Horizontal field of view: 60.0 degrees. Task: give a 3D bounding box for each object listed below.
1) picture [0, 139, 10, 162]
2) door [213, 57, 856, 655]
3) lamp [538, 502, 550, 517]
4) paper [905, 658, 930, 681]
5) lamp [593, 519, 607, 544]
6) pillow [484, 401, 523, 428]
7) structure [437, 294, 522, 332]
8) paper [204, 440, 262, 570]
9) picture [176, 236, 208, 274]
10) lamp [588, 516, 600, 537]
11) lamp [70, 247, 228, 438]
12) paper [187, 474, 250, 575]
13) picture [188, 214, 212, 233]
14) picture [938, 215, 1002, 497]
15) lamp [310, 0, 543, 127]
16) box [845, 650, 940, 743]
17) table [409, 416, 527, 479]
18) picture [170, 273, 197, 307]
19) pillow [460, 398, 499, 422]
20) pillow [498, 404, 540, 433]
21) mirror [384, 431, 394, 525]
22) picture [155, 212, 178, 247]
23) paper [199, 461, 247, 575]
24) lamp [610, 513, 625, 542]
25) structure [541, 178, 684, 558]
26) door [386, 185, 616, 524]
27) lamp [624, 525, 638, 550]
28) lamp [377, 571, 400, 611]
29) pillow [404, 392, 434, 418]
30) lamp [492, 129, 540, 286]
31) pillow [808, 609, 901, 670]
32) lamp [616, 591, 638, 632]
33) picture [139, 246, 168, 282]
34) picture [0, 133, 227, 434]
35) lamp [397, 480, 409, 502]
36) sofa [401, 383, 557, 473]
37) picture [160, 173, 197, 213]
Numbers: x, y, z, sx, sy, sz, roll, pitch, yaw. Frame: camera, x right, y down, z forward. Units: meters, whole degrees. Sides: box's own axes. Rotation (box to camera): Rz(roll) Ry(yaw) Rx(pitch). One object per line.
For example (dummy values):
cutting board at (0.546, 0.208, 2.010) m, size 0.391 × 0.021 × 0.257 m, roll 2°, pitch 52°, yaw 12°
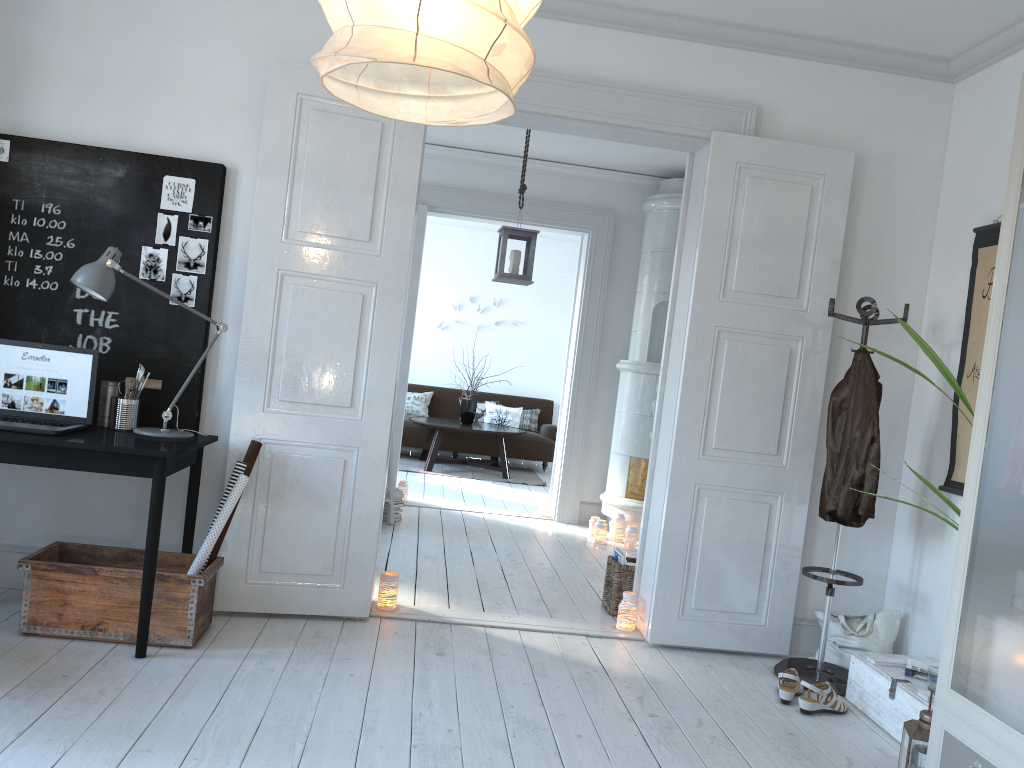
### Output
picture at (-2.125, -0.973, 3.691) m, size 0.061 × 0.088 × 0.004 m, roll 6°, pitch 2°, yaw -9°
door at (0.124, -0.120, 4.121) m, size 2.599 × 2.507 × 0.577 m, roll 7°, pitch 2°, yaw -6°
lamp at (0.260, 1.025, 7.236) m, size 0.093 × 0.110 × 0.093 m, roll 7°, pitch 2°, yaw 11°
paper at (1.636, 1.116, 3.411) m, size 0.221 × 0.031 × 0.175 m, roll 7°, pitch 1°, yaw 26°
lamp at (0.640, 1.068, 6.411) m, size 0.089 × 0.166 × 0.089 m, roll 7°, pitch 2°, yaw -4°
pillow at (-0.113, 0.381, 10.542) m, size 0.471 × 0.309 × 0.188 m, roll 7°, pitch 2°, yaw -5°
structure at (-0.387, -0.846, 10.926) m, size 1.025 × 0.478 × 0.085 m, roll 7°, pitch 2°, yaw -6°
paper at (-1.190, 0.599, 3.624) m, size 0.048 × 0.747 × 0.297 m, roll 9°, pitch 3°, yaw 39°
picture at (-1.364, -0.552, 3.784) m, size 0.121 × 0.153 × 0.002 m, roll 7°, pitch 2°, yaw -6°
lamp at (0.618, 1.070, 6.641) m, size 0.084 × 0.146 × 0.084 m, roll 7°, pitch 2°, yaw -1°
lamp at (-1.443, -0.156, 3.523) m, size 0.617 × 0.716 × 0.229 m, roll 6°, pitch 2°, yaw -35°
paper at (-1.210, 0.659, 3.495) m, size 0.283 × 0.627 × 0.041 m, roll 6°, pitch 2°, yaw -28°
picture at (-1.329, -0.688, 3.782) m, size 0.095 × 0.071 × 0.001 m, roll 7°, pitch 2°, yaw -6°
picture at (1.975, -0.176, 3.418) m, size 0.057 × 1.314 × 0.792 m, roll 7°, pitch 2°, yaw -6°
lamp at (-0.069, -1.044, 1.342) m, size 0.338 × 1.232 × 0.340 m, roll 8°, pitch 2°, yaw 25°
box at (1.589, 1.221, 3.362) m, size 0.376 × 0.218 × 0.641 m, roll 7°, pitch 1°, yaw -6°
table at (-0.511, 0.691, 9.734) m, size 1.300 × 0.503 × 1.298 m, roll 6°, pitch 1°, yaw -16°
picture at (-1.403, -0.403, 3.788) m, size 0.103 × 0.136 × 0.001 m, roll 7°, pitch 2°, yaw -6°
pillow at (-0.410, 0.354, 10.588) m, size 0.473 × 0.348 × 0.158 m, roll 7°, pitch 2°, yaw -8°
pillow at (0.073, 0.414, 10.674) m, size 0.542 × 0.288 × 0.182 m, roll 7°, pitch 2°, yaw -5°
mirror at (-1.072, 0.200, 6.123) m, size 0.611 × 1.489 × 0.416 m, roll 5°, pitch 3°, yaw -41°
picture at (-1.468, -0.657, 3.770) m, size 0.083 × 0.146 × 0.002 m, roll 7°, pitch 2°, yaw -6°
paper at (-1.214, 0.640, 3.553) m, size 0.043 × 0.669 × 0.266 m, roll 9°, pitch 3°, yaw 39°
lamp at (0.786, 1.060, 6.558) m, size 0.098 × 0.210 × 0.098 m, roll 7°, pitch 2°, yaw -1°
structure at (1.064, -0.143, 6.695) m, size 0.799 × 2.829 × 1.248 m, roll 9°, pitch 3°, yaw 39°
door at (-0.166, -0.218, 7.118) m, size 2.599 × 2.507 × 0.577 m, roll 7°, pitch 2°, yaw -6°
lamp at (0.849, 1.095, 6.318) m, size 0.089 × 0.166 × 0.089 m, roll 7°, pitch 2°, yaw -7°
lamp at (-0.575, 0.961, 4.121) m, size 0.089 × 0.166 × 0.089 m, roll 6°, pitch 2°, yaw -13°
pillow at (-1.210, 0.248, 10.545) m, size 0.519 × 0.367 × 0.238 m, roll 7°, pitch 2°, yaw -6°
lamp at (0.106, -1.497, 5.400) m, size 0.228 × 1.763 × 0.228 m, roll 6°, pitch 2°, yaw -9°
pillow at (1.571, 1.155, 4.058) m, size 0.317 × 0.314 × 0.272 m, roll 7°, pitch 2°, yaw -5°
lamp at (0.554, 1.090, 4.248) m, size 0.093 × 0.180 × 0.092 m, roll 6°, pitch 2°, yaw -23°
picture at (-1.524, -0.511, 3.771) m, size 0.107 × 0.150 × 0.001 m, roll 7°, pitch 2°, yaw -6°
picture at (-1.771, -0.414, 3.783) m, size 0.953 × 1.173 × 0.063 m, roll 7°, pitch 2°, yaw -6°
lamp at (-0.879, 0.862, 7.128) m, size 0.089 × 0.166 × 0.089 m, roll 7°, pitch 2°, yaw -7°
sofa at (-0.560, 0.495, 10.512) m, size 2.165 × 0.825 × 0.968 m, roll 7°, pitch 2°, yaw -6°
picture at (-1.416, -0.812, 3.766) m, size 0.147 × 0.154 × 0.004 m, roll 7°, pitch 2°, yaw -6°
